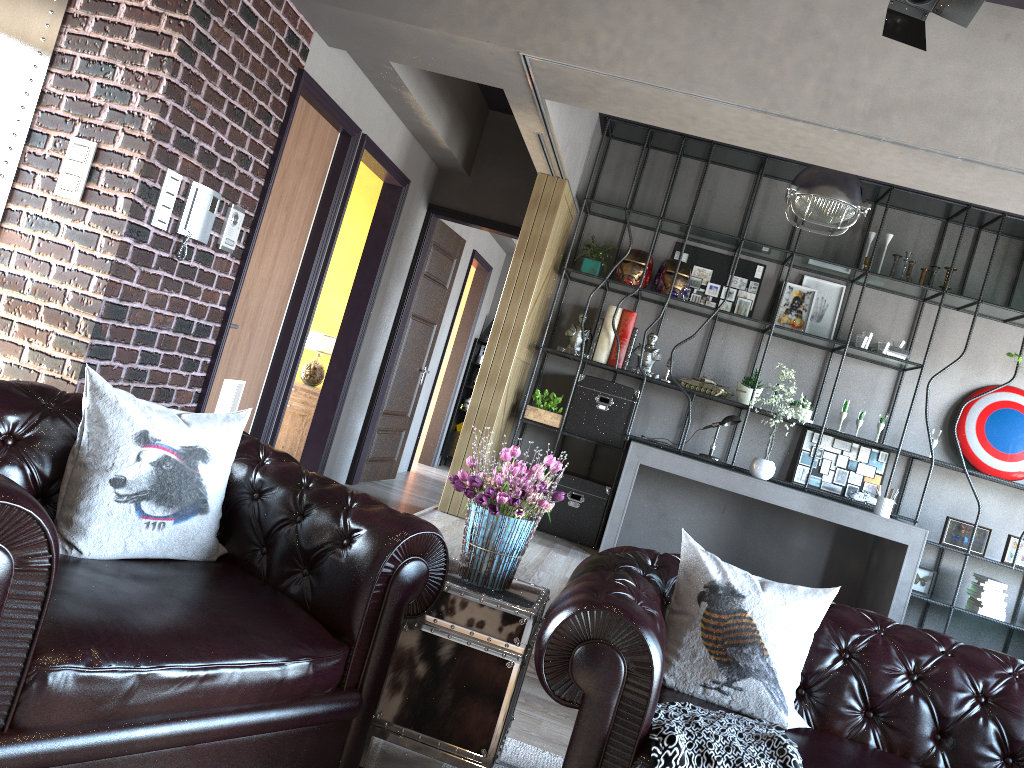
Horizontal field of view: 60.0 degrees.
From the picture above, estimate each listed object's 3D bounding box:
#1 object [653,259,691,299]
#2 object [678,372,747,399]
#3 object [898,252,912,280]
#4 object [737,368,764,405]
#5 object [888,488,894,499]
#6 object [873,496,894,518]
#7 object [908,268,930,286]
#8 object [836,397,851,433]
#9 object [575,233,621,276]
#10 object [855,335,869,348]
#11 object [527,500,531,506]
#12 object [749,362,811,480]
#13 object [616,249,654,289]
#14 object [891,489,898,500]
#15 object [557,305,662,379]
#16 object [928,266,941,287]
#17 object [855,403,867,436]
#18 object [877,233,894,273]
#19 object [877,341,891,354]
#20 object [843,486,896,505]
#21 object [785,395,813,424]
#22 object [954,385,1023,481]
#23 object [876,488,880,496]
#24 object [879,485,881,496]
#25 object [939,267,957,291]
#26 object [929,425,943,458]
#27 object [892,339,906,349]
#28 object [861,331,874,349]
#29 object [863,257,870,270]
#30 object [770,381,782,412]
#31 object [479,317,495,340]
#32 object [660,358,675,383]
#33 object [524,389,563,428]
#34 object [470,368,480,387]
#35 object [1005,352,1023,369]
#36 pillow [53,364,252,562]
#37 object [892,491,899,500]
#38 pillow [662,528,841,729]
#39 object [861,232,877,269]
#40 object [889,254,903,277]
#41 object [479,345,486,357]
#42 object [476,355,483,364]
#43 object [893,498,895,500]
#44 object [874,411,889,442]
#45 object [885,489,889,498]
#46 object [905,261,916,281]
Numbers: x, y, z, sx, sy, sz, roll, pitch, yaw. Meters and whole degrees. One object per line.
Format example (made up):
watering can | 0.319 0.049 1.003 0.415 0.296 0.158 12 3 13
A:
object | 1.283 -0.831 7.036 0.280 0.327 0.399 17 0 -1
object | 1.587 0.013 6.974 0.578 0.170 0.206 16 0 44
object | 2.985 -0.882 6.743 0.100 0.243 0.100 16 -1 18
object | 1.852 0.020 6.876 0.193 0.305 0.136 16 -1 43
object | 2.717 0.853 6.409 0.036 0.204 0.023 17 -1 -42
object | 2.672 0.886 6.378 0.110 0.137 0.110 16 -1 19
object | 3.114 -0.796 6.729 0.190 0.152 0.189 16 0 32
object | 2.505 0.230 6.706 0.113 0.275 0.113 16 -1 12
object | 0.658 -1.018 7.152 0.323 0.339 0.295 17 -1 -35
object | 2.634 -0.312 6.691 0.092 0.099 0.093 17 -1 -44
object | 0.042 0.893 7.057 0.345 0.362 0.331 16 -1 12
object | 1.922 0.276 6.403 0.397 0.852 0.421 17 -1 -35
object | 0.981 -0.920 7.085 0.280 0.327 0.399 16 0 14
object | 2.733 0.838 6.389 0.052 0.185 0.009 16 -1 11
object | 0.827 -0.365 7.102 0.834 0.466 0.289 16 -1 9
object | 3.233 -0.802 6.825 0.084 0.233 0.084 17 -1 -10
object | 2.736 0.285 6.973 0.113 0.302 0.113 16 -1 27
object | 2.902 -0.983 6.943 0.128 0.390 0.128 17 -1 -32
object | 2.788 -0.266 6.666 0.092 0.099 0.093 17 -1 -34
object | 2.713 0.866 6.780 0.380 0.111 0.350 16 0 41
object | 2.226 0.180 6.832 0.234 0.213 0.235 17 -1 -36
object | 3.795 0.373 6.823 0.751 0.739 0.185 16 -1 9
object | 2.665 0.847 6.395 0.137 0.190 0.009 16 -1 12
object | 2.656 0.835 6.411 0.046 0.203 0.023 16 -1 45
object | 3.297 -0.783 6.716 0.130 0.232 0.130 17 -1 -14
object | 3.215 0.443 6.759 0.113 0.270 0.113 17 -1 -3
object | 2.989 -0.305 6.863 0.103 0.068 0.103 17 0 1
object | 2.703 -0.320 6.786 0.087 0.155 0.087 16 -1 21
object | 2.705 -0.905 6.782 0.135 0.129 0.135 17 -1 -18
object | 2.084 0.106 7.028 0.113 0.273 0.113 17 -1 -25
object | -0.224 -0.693 11.455 0.343 0.344 0.057 16 -1 9
object | 1.222 -0.112 6.920 0.093 0.200 0.093 16 -1 4
object | 0.282 0.181 6.995 0.304 0.265 0.180 16 -1 9
object | -0.440 -0.079 11.318 0.190 0.254 0.129 16 -1 7
object | 4.035 -0.317 6.441 0.721 1.026 0.649 16 -1 27
pillow | -1.018 0.247 2.570 0.540 0.502 0.291 17 -1 -43
object | 2.729 0.845 6.376 0.062 0.169 0.009 16 -1 8
pillow | 0.726 0.760 2.779 0.529 0.469 0.283 16 -1 12
object | 2.806 -1.011 7.030 0.128 0.390 0.128 17 -1 -23
object | 2.938 -0.890 6.824 0.084 0.233 0.084 16 -1 36
object | -0.361 -0.422 11.461 0.107 0.151 0.055 16 -1 9
object | -0.415 -0.310 11.419 0.095 0.101 0.095 16 -1 31
object | 2.700 0.871 6.363 0.068 0.159 0.009 16 -1 22
object | 2.781 0.327 6.699 0.113 0.246 0.113 16 -1 27
object | 2.701 0.839 6.419 0.009 0.167 0.061 16 -1 21
object | 3.081 -0.844 6.899 0.080 0.226 0.080 17 -1 -18
